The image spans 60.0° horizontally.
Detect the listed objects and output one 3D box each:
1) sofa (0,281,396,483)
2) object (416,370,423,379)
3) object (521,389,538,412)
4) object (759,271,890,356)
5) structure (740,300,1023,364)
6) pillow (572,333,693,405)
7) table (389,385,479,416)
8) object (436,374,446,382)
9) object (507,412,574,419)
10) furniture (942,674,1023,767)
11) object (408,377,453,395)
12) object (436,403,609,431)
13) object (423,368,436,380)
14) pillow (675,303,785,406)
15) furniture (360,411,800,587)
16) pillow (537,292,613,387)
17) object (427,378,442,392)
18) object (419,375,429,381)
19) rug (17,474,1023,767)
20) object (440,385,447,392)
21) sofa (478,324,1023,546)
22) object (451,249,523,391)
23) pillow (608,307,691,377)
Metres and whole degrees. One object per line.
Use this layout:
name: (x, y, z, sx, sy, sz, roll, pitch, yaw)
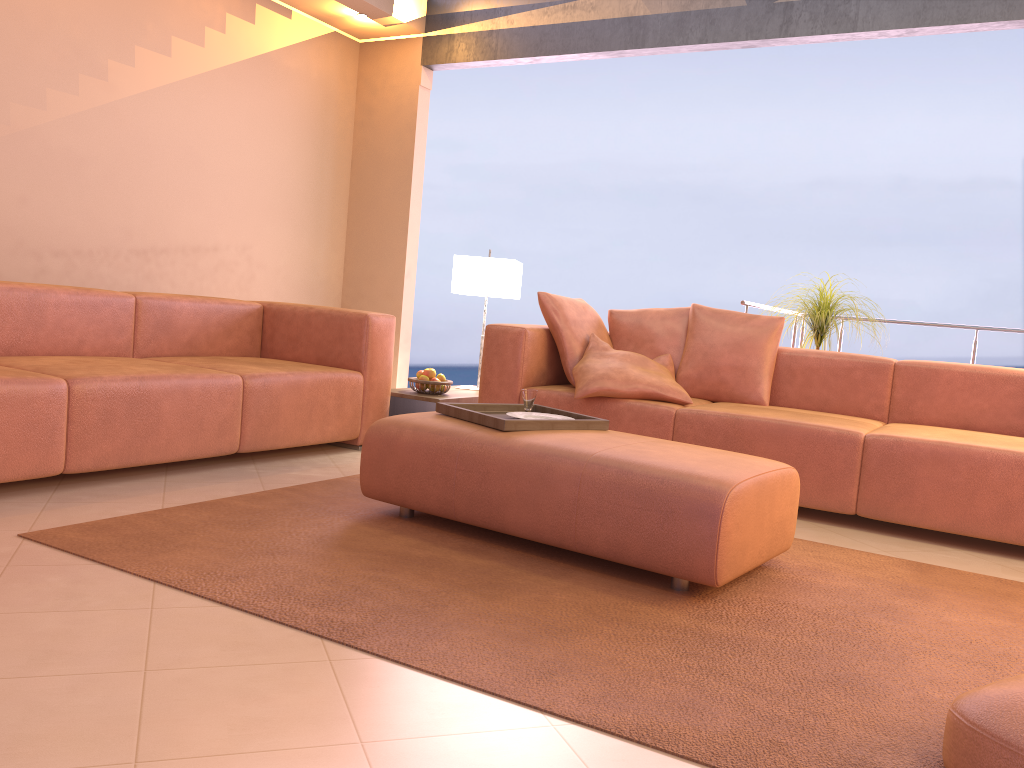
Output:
sofa: (-1.660, -0.038, 3.461, 0.943, 0.672, 2.781, 7, 5, 29)
object: (-0.473, -0.049, 4.618, 0.047, 0.046, 0.054, 6, 5, 16)
object: (0.061, 0.067, 3.235, 0.061, 0.091, 0.061, 6, 5, 14)
object: (1.676, -0.071, 4.916, 0.703, 1.088, 0.729, 5, 4, -2)
structure: (3.431, 0.009, 4.719, 4.176, 0.541, 1.663, 7, 5, 29)
pillow: (0.537, -0.074, 4.094, 0.517, 0.292, 0.514, 5, 4, -1)
table: (-0.316, 0.173, 4.853, 0.412, 0.268, 0.918, 7, 5, 29)
object: (-0.368, -0.027, 4.601, 0.051, 0.053, 0.045, 2, 6, -37)
object: (0.099, 0.121, 3.048, 0.240, 0.018, 0.240, 4, 5, -7)
furniture: (1.116, 0.624, 1.366, 0.659, 0.226, 0.699, 2, 5, -31)
object: (-0.426, 0.012, 4.612, 0.235, 0.071, 0.235, 7, 5, 21)
object: (0.033, 0.111, 3.058, 0.436, 0.034, 0.421, 2, 5, -35)
object: (-0.428, -0.050, 4.588, 0.069, 0.061, 0.068, 4, 5, -9)
pillow: (1.036, -0.141, 4.251, 0.470, 0.468, 0.211, 7, 5, 25)
furniture: (0.199, 0.305, 2.887, 1.291, 0.301, 0.685, 8, 5, 34)
pillow: (0.348, -0.210, 4.430, 0.314, 0.455, 0.519, 7, 5, 26)
object: (-0.398, 0.005, 4.564, 0.074, 0.076, 0.072, 9, 6, 39)
object: (-0.451, -0.022, 4.548, 0.055, 0.047, 0.045, 5, 4, 6)
rug: (0.249, 0.536, 2.555, 2.626, 0.005, 1.833, 7, 5, 29)
object: (-0.363, 0.020, 4.611, 0.046, 0.046, 0.055, 6, 5, 7)
sofa: (1.242, 0.175, 3.967, 2.781, 0.672, 0.943, 7, 5, 29)
object: (-0.158, -0.369, 5.083, 0.344, 0.799, 0.344, 6, 5, 8)
pillow: (0.699, -0.187, 4.446, 0.492, 0.446, 0.255, 6, 5, 13)
